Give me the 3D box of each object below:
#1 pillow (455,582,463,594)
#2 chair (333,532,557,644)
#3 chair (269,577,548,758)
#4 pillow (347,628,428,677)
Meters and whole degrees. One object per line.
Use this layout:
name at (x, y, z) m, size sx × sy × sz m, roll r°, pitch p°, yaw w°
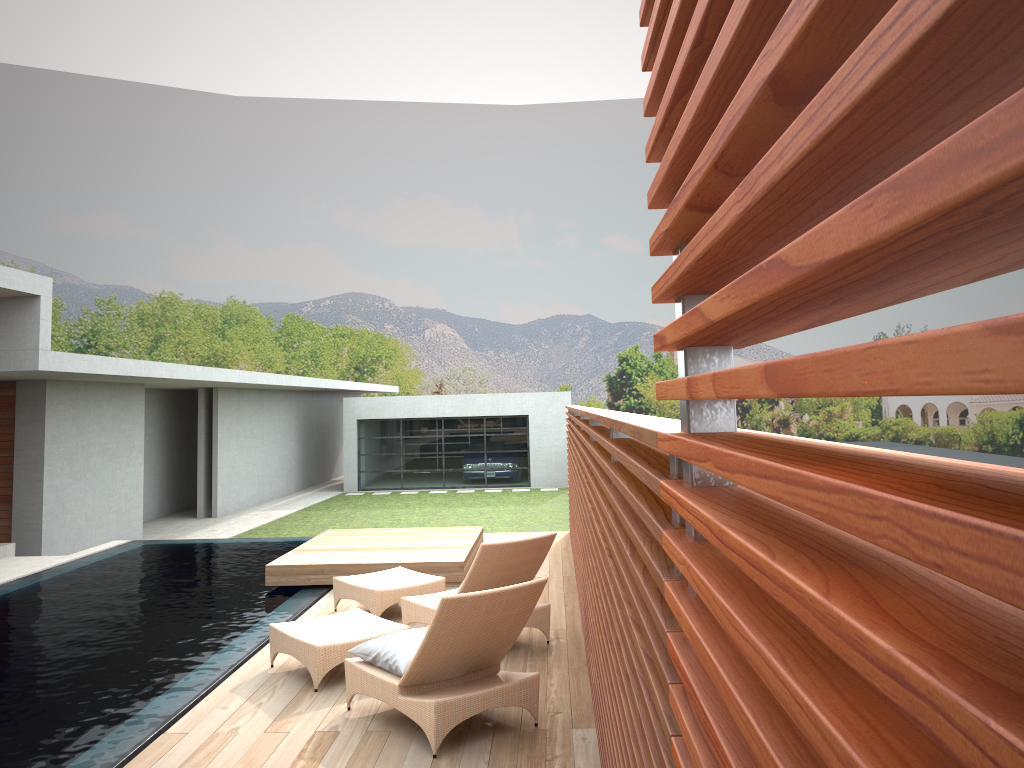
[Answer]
pillow at (-0.146, 1.466, 6.641) m, size 0.607 × 0.430 × 0.424 m, roll 1°, pitch -4°, yaw -39°
chair at (-0.624, 1.562, 7.226) m, size 0.699 × 0.834 × 2.283 m, roll 2°, pitch -3°, yaw -38°
chair at (-0.749, 1.530, 5.558) m, size 0.699 × 0.834 × 2.283 m, roll 2°, pitch -3°, yaw -38°
pillow at (-0.571, 1.576, 5.266) m, size 0.594 × 0.196 × 0.591 m, roll 0°, pitch -2°, yaw -41°
